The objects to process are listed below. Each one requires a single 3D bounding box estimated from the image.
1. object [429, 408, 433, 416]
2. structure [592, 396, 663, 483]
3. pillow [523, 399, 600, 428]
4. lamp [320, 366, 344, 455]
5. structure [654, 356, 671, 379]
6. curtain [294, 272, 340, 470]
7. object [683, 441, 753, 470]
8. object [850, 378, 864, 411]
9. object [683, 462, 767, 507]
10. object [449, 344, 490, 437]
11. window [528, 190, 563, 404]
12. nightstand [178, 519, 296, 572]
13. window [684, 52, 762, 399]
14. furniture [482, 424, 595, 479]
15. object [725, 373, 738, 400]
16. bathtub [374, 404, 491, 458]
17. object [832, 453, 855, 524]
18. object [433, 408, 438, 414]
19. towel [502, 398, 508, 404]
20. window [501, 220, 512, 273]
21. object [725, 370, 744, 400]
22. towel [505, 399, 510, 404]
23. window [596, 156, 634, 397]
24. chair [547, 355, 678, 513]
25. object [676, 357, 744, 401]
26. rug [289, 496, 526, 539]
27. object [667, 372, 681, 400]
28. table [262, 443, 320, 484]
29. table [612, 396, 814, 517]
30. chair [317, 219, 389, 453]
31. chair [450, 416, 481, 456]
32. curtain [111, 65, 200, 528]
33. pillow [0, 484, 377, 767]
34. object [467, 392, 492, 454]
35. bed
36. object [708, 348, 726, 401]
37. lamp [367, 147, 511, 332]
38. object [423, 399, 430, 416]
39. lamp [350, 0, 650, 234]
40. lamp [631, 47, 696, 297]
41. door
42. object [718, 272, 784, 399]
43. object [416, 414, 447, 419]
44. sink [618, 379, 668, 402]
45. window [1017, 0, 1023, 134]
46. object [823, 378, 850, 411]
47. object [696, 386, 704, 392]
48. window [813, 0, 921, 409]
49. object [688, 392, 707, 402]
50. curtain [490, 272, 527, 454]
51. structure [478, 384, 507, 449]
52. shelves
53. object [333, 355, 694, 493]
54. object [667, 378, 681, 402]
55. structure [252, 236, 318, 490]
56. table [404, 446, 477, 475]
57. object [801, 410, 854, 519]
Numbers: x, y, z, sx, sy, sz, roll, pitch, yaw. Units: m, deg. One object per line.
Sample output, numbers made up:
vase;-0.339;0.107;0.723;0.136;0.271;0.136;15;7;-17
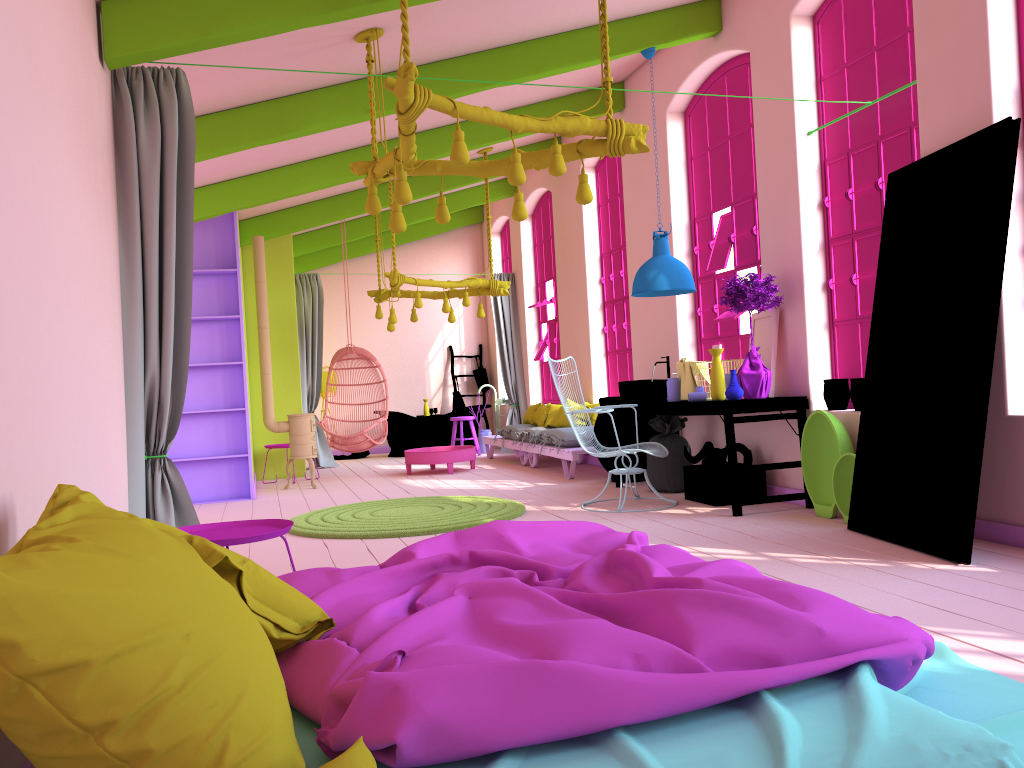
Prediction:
object;-1.262;0.466;13.891;0.069;0.170;0.069;-3;0;4
structure;1.154;0.543;8.827;0.718;0.845;0.718;-3;0;42
pillow;0.556;0.382;11.113;0.578;0.399;1.997;-3;0;-16
lamp;-3.029;0.457;14.244;0.491;1.467;0.476;-3;1;14
structure;1.363;-0.051;8.022;0.166;0.397;0.087;-3;1;-6
curtain;-2.841;-0.212;12.562;0.518;2.786;0.525;-4;1;-35
object;1.678;0.698;7.223;0.300;0.448;0.672;-4;0;-40
object;2.390;0.069;6.017;0.182;0.223;0.182;-3;0;-33
object;1.692;0.791;7.075;0.446;0.277;0.521;-3;0;-16
object;-0.706;0.206;15.015;0.603;1.765;0.410;-3;1;-16
window;0.586;-1.210;12.490;0.551;3.010;1.514;-3;0;-16
nightstand;-1.247;0.861;3.879;0.596;0.458;0.596;-3;0;22
window;1.936;-1.295;7.765;0.492;3.004;1.497;-3;0;-16
furniture;0.437;0.753;10.992;0.907;0.507;3.776;-3;0;-16
object;1.660;0.020;6.710;0.109;0.197;0.109;-3;0;21
bathtub;-1.237;0.737;14.099;1.889;0.740;0.826;-3;0;-16
object;2.218;0.667;5.693;0.137;0.463;0.284;-4;0;-31
object;-1.211;0.464;14.075;0.069;0.170;0.069;-3;0;4
towel;-0.040;0.272;14.553;0.262;0.102;0.247;-3;0;-15
window;0.062;-1.187;14.326;0.072;3.047;1.275;-3;1;-16
object;1.605;0.007;6.415;0.132;0.219;0.132;-3;0;1
towel;0.033;0.268;14.295;0.247;0.102;0.262;-3;0;-25
window;1.257;-1.262;10.130;0.072;3.047;1.275;-3;1;-16
chair;0.829;0.364;7.128;0.925;1.238;1.078;-3;0;19
object;1.614;-0.049;7.367;0.444;0.369;0.633;-3;0;-16
rug;-0.844;1.051;7.123;1.888;0.050;1.889;-3;0;-28
object;1.460;0.019;7.781;0.165;0.250;0.410;-3;0;19
table;-2.691;0.953;10.766;0.596;0.458;0.596;-3;0;22
table;1.566;0.527;7.375;0.655;0.821;2.193;-3;0;-16
chair;-2.022;-0.711;10.966;0.860;3.130;0.806;-3;1;4
chair;-0.734;0.783;13.092;0.446;0.593;0.472;-3;0;43
curtain;-1.780;-0.274;4.444;0.518;2.786;0.525;-4;1;-35
pillow;-0.803;0.648;2.135;0.848;0.822;2.618;-3;0;-26
object;-0.455;0.566;13.529;0.451;0.987;0.277;-3;1;28
bed;0.181;0.757;2.682;2.802;0.514;3.577;-3;0;-16
object;1.528;-0.070;6.600;0.116;0.383;0.116;-4;1;-42
lamp;-1.160;-1.776;10.813;1.610;2.265;1.776;-3;0;-34
object;-1.356;0.399;14.036;0.097;0.321;0.097;-3;1;-5
lamp;-0.366;-2.026;5.278;1.610;2.265;1.776;-3;0;-34
lamp;1.184;-1.739;7.249;0.529;2.002;0.528;-3;1;16
door;2.302;-0.208;4.952;0.450;2.211;1.153;-3;0;-6
object;1.784;-0.363;6.618;0.503;0.951;0.441;-3;1;34
object;-1.281;0.528;14.089;0.360;0.068;1.323;-3;0;-16
sink;1.197;0.058;7.948;0.340;0.194;0.609;-3;0;-16
window;2.990;-1.360;4.086;0.214;3.010;1.514;-3;0;-16
object;2.308;0.074;6.303;0.182;0.223;0.182;-3;0;-38
object;1.512;0.077;7.129;0.065;0.118;0.065;-3;1;33
window;2.456;-1.336;5.917;0.072;3.047;1.275;-3;1;-16
object;1.473;0.104;7.048;0.137;0.076;0.076;-3;0;4
curtain;-0.013;-0.316;13.358;0.518;2.786;0.525;-3;1;3
structure;-0.281;0.530;14.352;0.452;1.061;0.254;-3;1;28
shelves;-3.628;-0.305;8.865;1.841;3.104;0.384;-3;1;-16
object;-0.743;0.286;11.142;2.826;1.580;7.865;-3;0;-15
object;1.363;0.048;7.479;0.109;0.197;0.109;-3;0;-24
structure;-2.505;-0.235;9.953;0.577;2.814;0.403;-3;1;1
table;-0.876;0.939;10.915;0.885;0.285;0.885;-3;0;10
object;2.191;0.534;6.027;0.218;0.734;0.451;-3;0;-16
